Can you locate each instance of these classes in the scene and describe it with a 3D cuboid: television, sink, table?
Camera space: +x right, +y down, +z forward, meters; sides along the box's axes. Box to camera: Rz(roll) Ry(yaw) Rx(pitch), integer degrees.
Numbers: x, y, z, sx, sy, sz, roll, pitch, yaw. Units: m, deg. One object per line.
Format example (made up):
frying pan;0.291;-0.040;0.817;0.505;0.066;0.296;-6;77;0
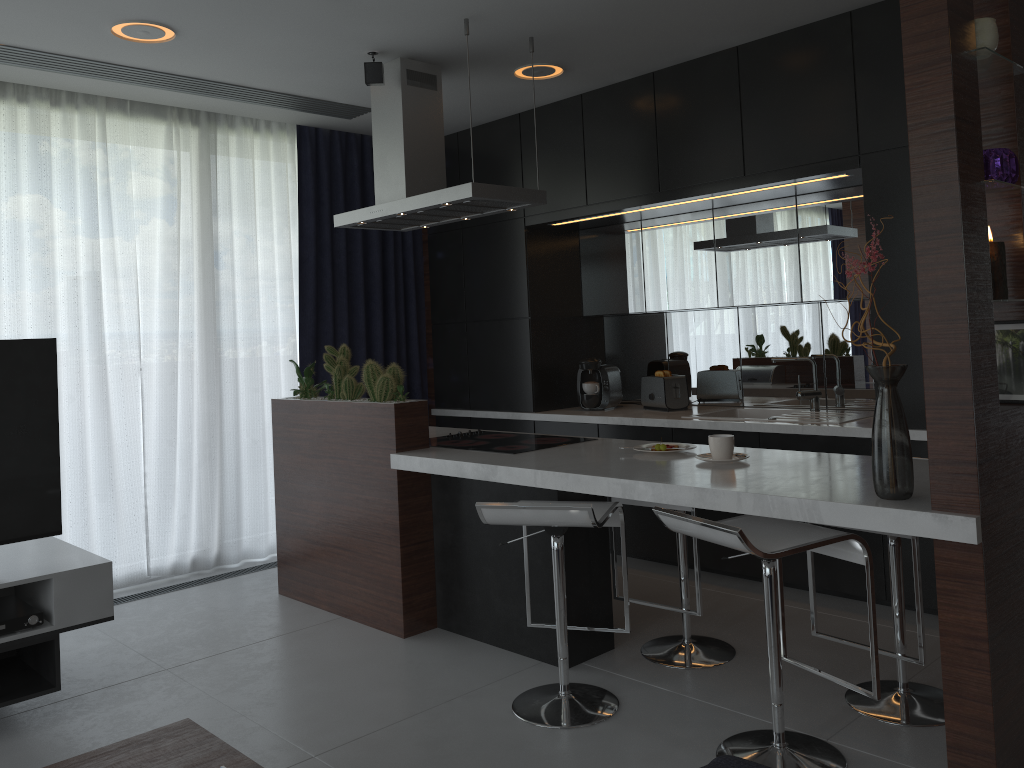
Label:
television;-2.083;0.272;2.757;1.233;0.787;0.297;-4;0;-44
sink;1.344;0.122;4.415;0.504;0.493;0.851;-3;2;-44
table;-0.782;0.998;1.552;0.802;0.353;0.804;-5;3;-44

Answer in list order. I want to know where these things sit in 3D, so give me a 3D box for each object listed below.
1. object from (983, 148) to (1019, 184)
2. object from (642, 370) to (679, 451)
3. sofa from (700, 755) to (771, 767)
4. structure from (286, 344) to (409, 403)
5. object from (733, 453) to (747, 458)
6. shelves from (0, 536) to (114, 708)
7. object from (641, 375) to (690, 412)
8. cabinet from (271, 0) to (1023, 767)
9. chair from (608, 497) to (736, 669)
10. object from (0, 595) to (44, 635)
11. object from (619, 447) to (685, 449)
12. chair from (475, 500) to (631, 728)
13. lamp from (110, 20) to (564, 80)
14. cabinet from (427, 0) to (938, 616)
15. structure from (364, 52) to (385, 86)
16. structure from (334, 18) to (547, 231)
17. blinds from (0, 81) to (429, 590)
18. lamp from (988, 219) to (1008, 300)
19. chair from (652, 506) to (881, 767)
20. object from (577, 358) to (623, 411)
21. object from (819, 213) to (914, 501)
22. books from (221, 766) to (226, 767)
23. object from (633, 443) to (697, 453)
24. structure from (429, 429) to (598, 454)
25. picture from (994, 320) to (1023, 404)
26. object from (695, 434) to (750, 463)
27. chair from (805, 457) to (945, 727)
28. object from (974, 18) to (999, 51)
object;1.245;-0.557;2.304;0.134;0.098;0.132;-3;1;-4
object;0.713;0.088;4.147;0.140;0.221;1.881;-3;3;11
sofa;-0.630;0.923;0.475;2.879;0.609;1.895;-5;4;-44
structure;-0.791;-0.049;4.090;0.223;0.286;0.998;-3;2;-41
object;0.762;0.245;3.057;0.036;0.012;0.165;-4;3;-18
shelves;-2.527;0.948;2.565;2.355;0.500;0.871;-5;3;-44
object;0.858;0.050;5.007;0.176;0.195;0.260;-3;1;-23
cabinet;0.183;-0.253;3.475;0.787;2.556;3.328;-1;0;-44
chair;0.675;0.636;3.365;0.395;0.742;0.464;-3;-1;42
object;-1.815;0.792;2.886;0.431;0.053;0.335;-6;4;-44
object;0.525;0.239;3.303;0.248;0.008;0.026;-2;3;15
chair;0.139;0.703;2.893;0.395;0.710;0.464;-3;0;19
lamp;1.503;-1.567;3.679;5.335;0.084;9.607;-1;4;33
cabinet;0.894;-0.364;4.875;0.706;2.558;3.471;-1;0;-44
structure;-0.640;-1.454;4.101;0.084;0.142;0.114;-3;0;-4
structure;-0.382;-1.167;4.176;0.447;0.761;1.042;-2;1;-44
blinds;-0.506;-0.219;1.456;5.811;2.776;7.122;-5;3;-40
lamp;1.214;-0.318;2.279;0.153;0.211;0.077;-3;-1;-32
chair;0.704;0.698;2.488;0.464;0.710;0.395;-2;-1;-26
object;0.510;-0.005;5.247;0.214;0.312;0.270;-3;0;31
object;0.920;-0.074;2.298;0.197;0.736;0.388;-4;-1;28
books;1.023;0.646;4.857;0.404;0.373;8.253;-2;3;25
object;0.573;0.246;3.320;0.238;0.019;0.239;-2;3;19
structure;-0.075;0.262;3.881;0.505;0.057;0.762;-6;4;-44
picture;1.327;-0.060;2.366;0.051;0.222;0.175;-1;-1;-40
object;0.717;0.221;3.019;0.181;0.086;0.182;-2;2;23
chair;1.258;0.638;2.827;0.464;0.742;0.395;-2;-1;-38
object;1.209;-0.873;2.283;0.088;0.086;0.218;-2;2;29
